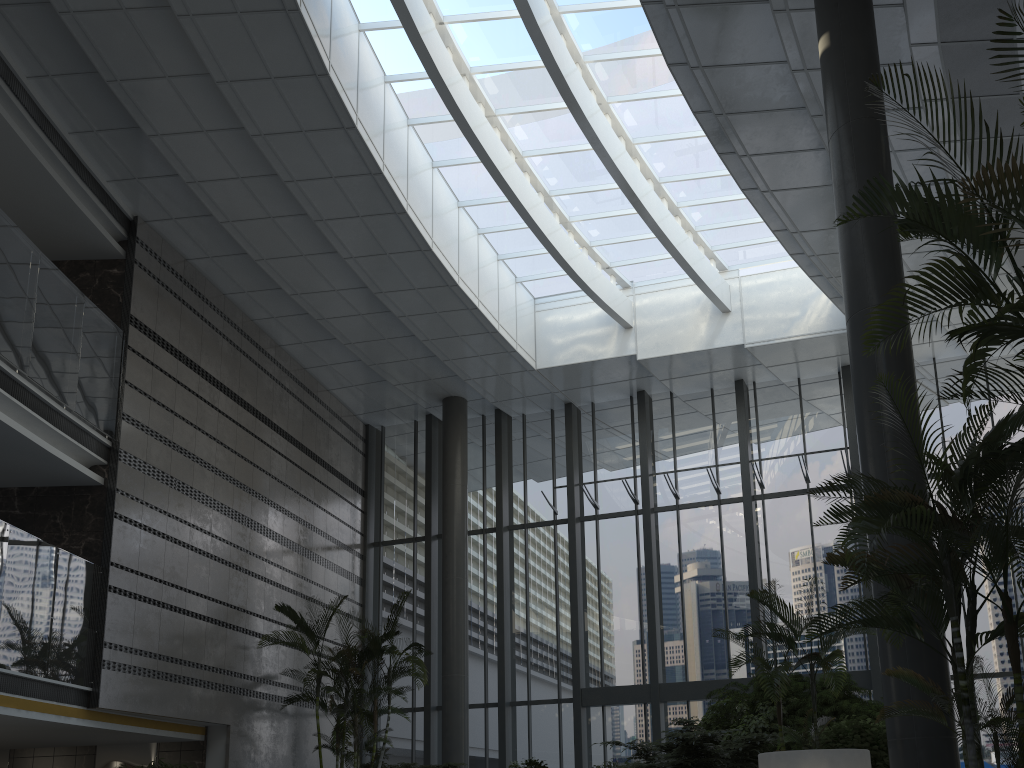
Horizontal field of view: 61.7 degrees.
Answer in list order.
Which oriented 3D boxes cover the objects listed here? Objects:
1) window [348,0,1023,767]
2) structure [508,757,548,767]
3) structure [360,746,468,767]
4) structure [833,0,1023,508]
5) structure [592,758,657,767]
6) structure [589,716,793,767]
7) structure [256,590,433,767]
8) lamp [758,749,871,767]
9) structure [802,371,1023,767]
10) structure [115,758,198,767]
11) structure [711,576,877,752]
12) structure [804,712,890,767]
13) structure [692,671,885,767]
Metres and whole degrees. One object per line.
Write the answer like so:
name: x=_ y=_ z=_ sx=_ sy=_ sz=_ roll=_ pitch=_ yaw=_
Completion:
window: x=-0.585 y=0.303 z=8.236 sx=13.669 sy=9.326 sz=20.079 roll=-13 pitch=-26 yaw=28
structure: x=0.109 y=6.039 z=11.632 sx=1.265 sy=1.834 sz=1.459 roll=-16 pitch=-23 yaw=40
structure: x=-1.588 y=6.752 z=13.359 sx=1.862 sy=2.137 sz=2.011 roll=-2 pitch=-19 yaw=2
structure: x=2.605 y=0.519 z=3.243 sx=2.441 sy=4.345 sz=2.716 roll=-1 pitch=-16 yaw=-2
structure: x=1.413 y=5.894 z=11.329 sx=1.727 sy=1.761 sz=2.073 roll=14 pitch=-25 yaw=-38
structure: x=1.996 y=4.808 z=9.591 sx=2.222 sy=2.168 sz=2.539 roll=-2 pitch=-20 yaw=4
structure: x=-2.404 y=5.267 z=12.716 sx=2.522 sy=4.346 sz=2.626 roll=-8 pitch=-17 yaw=22
lamp: x=2.362 y=3.641 z=6.534 sx=0.859 sy=1.560 sz=0.878 roll=5 pitch=-17 yaw=-21
structure: x=2.648 y=1.809 z=4.919 sx=1.647 sy=3.479 sz=2.199 roll=-1 pitch=-16 yaw=2
structure: x=-4.334 y=5.512 z=10.358 sx=2.138 sy=1.839 sz=1.672 roll=17 pitch=-25 yaw=-40
structure: x=2.651 y=3.347 z=7.793 sx=1.409 sy=3.230 sz=1.307 roll=-2 pitch=-14 yaw=2
structure: x=3.345 y=4.146 z=8.085 sx=1.636 sy=1.983 sz=1.629 roll=9 pitch=-20 yaw=-29
structure: x=3.498 y=5.079 z=10.878 sx=3.788 sy=2.754 sz=3.420 roll=-13 pitch=-24 yaw=28
